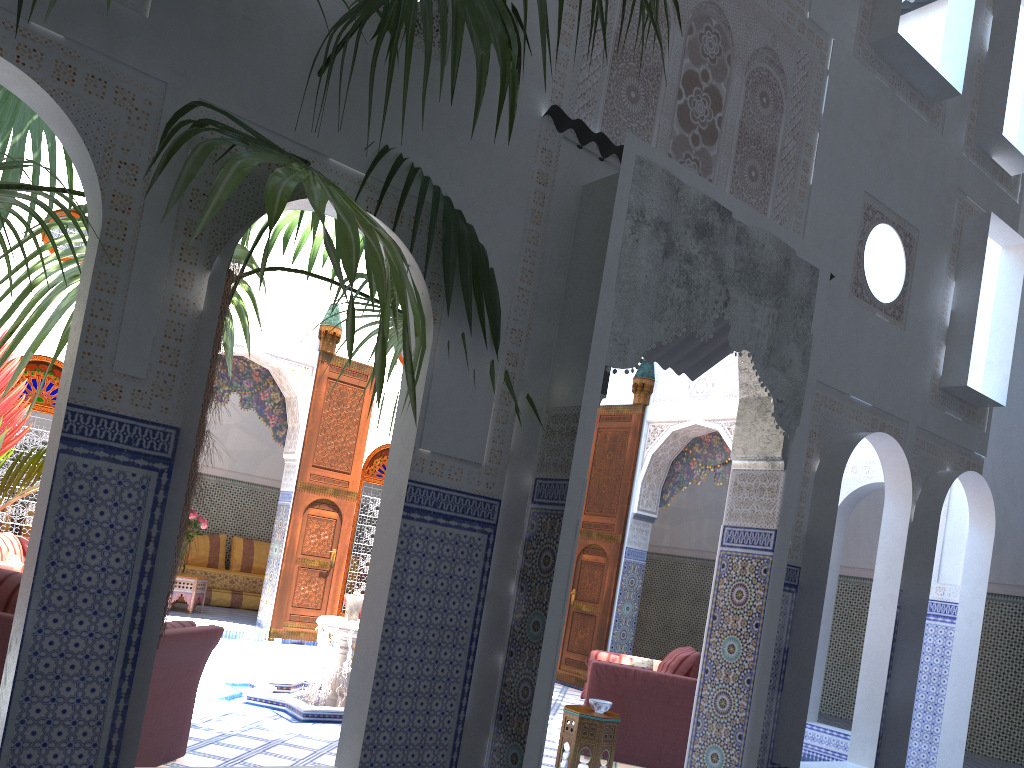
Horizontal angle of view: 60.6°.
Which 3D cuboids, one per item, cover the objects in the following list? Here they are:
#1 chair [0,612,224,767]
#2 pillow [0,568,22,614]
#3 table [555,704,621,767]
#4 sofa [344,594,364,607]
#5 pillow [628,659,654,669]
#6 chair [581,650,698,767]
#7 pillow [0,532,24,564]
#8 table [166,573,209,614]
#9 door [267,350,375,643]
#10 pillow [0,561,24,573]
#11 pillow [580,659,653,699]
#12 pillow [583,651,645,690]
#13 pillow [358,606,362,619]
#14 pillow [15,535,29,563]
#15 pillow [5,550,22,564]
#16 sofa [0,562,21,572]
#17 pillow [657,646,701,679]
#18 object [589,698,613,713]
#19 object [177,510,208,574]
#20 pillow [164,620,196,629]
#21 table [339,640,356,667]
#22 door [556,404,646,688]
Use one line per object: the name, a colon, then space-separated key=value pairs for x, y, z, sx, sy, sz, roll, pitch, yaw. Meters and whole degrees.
chair: x=-1.623 y=1.095 z=3.176 sx=0.809 sy=0.536 sz=0.741 roll=8 pitch=-9 yaw=8
pillow: x=-1.610 y=0.856 z=3.041 sx=0.579 sy=0.376 sz=0.306 roll=8 pitch=-7 yaw=8
table: x=0.377 y=1.799 z=4.388 sx=0.294 sy=0.321 sz=0.288 roll=15 pitch=-9 yaw=-36
sofa: x=-0.642 y=2.068 z=7.043 sx=1.356 sy=0.536 sz=0.747 roll=8 pitch=-9 yaw=8
pillow: x=0.718 y=1.714 z=5.124 sx=0.259 sy=0.231 sz=0.170 roll=5 pitch=-7 yaw=30
chair: x=0.778 y=1.889 z=5.057 sx=0.723 sy=0.535 sz=0.829 roll=8 pitch=-9 yaw=8
pillow: x=-3.081 y=1.042 z=5.088 sx=0.290 sy=0.386 sz=0.594 roll=9 pitch=-9 yaw=9
table: x=-3.073 y=1.878 z=7.942 sx=0.548 sy=0.320 sz=0.537 roll=16 pitch=-12 yaw=-36
door: x=-1.632 y=1.014 z=7.626 sx=0.592 sy=2.493 sz=0.123 roll=12 pitch=-4 yaw=-37
pillow: x=-2.782 y=1.098 z=4.813 sx=0.378 sy=0.251 sz=0.191 roll=8 pitch=-6 yaw=9
pillow: x=0.591 y=1.667 z=4.865 sx=0.394 sy=0.241 sz=0.191 roll=8 pitch=-6 yaw=9
pillow: x=0.640 y=1.772 z=5.313 sx=0.378 sy=0.251 sz=0.191 roll=8 pitch=-6 yaw=9
pillow: x=-1.130 y=1.815 z=6.927 sx=0.187 sy=0.250 sz=0.388 roll=8 pitch=-9 yaw=10
pillow: x=-3.017 y=1.168 z=5.646 sx=0.319 sy=0.370 sz=0.572 roll=8 pitch=-9 yaw=9
pillow: x=-2.843 y=1.093 z=5.013 sx=0.135 sy=0.271 sz=0.303 roll=13 pitch=-8 yaw=-35
sofa: x=-2.932 y=1.327 z=5.325 sx=0.729 sy=0.534 sz=1.391 roll=8 pitch=-11 yaw=9
pillow: x=0.956 y=1.702 z=5.045 sx=0.300 sy=0.374 sz=0.594 roll=9 pitch=-9 yaw=9
object: x=0.441 y=1.617 z=4.390 sx=0.119 sy=0.056 sz=0.119 roll=14 pitch=-11 yaw=-24
object: x=-2.997 y=1.413 z=7.923 sx=0.450 sy=0.591 sz=0.337 roll=11 pitch=-5 yaw=-11
pillow: x=-1.355 y=1.028 z=3.345 sx=0.187 sy=0.250 sz=0.388 roll=8 pitch=-9 yaw=10
table: x=-1.122 y=1.974 z=6.416 sx=0.288 sy=0.321 sz=0.294 roll=9 pitch=-7 yaw=8
door: x=0.741 y=1.415 z=7.654 sx=0.126 sy=2.493 sz=0.578 roll=12 pitch=-4 yaw=-41
